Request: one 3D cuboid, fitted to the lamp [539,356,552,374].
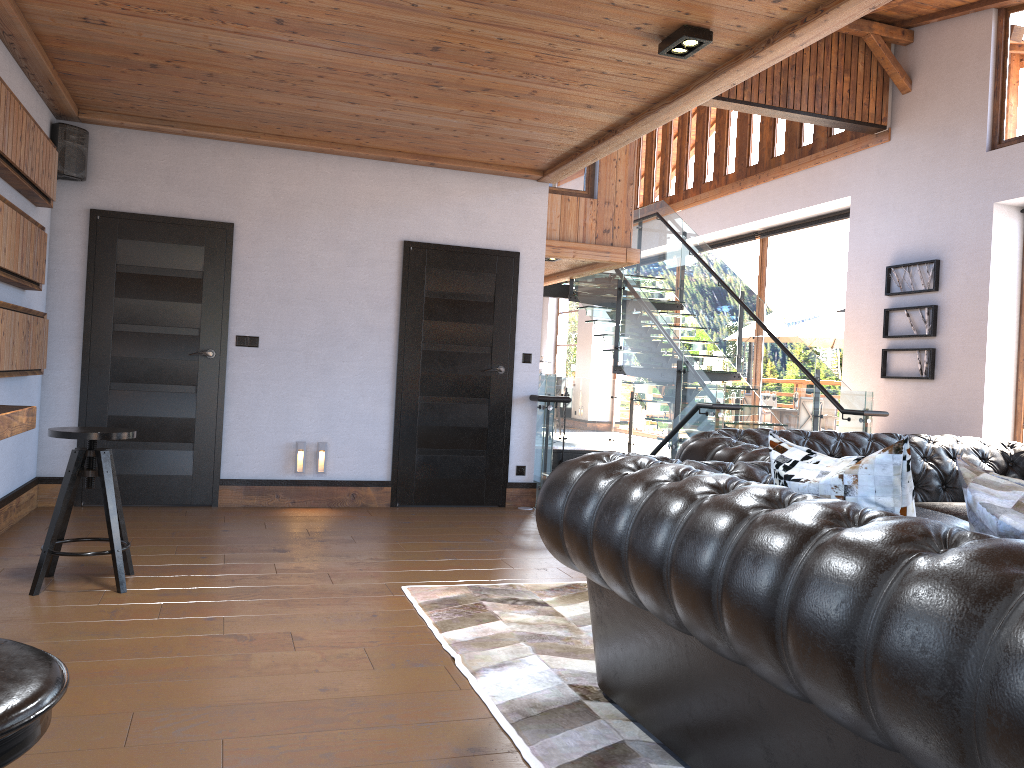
[{"bbox_3d":[0.697,-0.313,21.006,0.472,0.725,0.468,3,0,-9],"label":"lamp"}]

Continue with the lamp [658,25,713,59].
[{"bbox_3d":[0.813,-1.610,4.162,0.156,0.068,0.259,3,0,-18],"label":"lamp"}]

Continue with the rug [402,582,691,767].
[{"bbox_3d":[1.208,1.065,2.765,2.448,0.053,4.016,3,1,-18],"label":"rug"}]

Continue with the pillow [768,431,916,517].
[{"bbox_3d":[0.856,0.346,2.282,0.285,0.469,0.525,3,0,-15],"label":"pillow"}]

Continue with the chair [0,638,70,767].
[{"bbox_3d":[-0.713,0.662,0.892,0.444,0.717,0.438,3,0,-15],"label":"chair"}]

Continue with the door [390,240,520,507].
[{"bbox_3d":[-0.444,-0.057,6.989,0.948,2.055,0.143,3,0,-19],"label":"door"}]

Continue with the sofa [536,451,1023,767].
[{"bbox_3d":[0.947,0.663,2.110,1.248,0.838,2.547,3,0,-19],"label":"sofa"}]

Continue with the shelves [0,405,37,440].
[{"bbox_3d":[-1.317,0.133,0.600,0.616,0.988,6.597,3,0,-17],"label":"shelves"}]

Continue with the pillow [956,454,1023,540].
[{"bbox_3d":[1.064,0.362,1.640,0.285,0.469,0.525,3,0,-15],"label":"pillow"}]

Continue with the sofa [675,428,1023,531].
[{"bbox_3d":[2.130,0.704,4.760,2.585,0.838,1.230,3,0,-19],"label":"sofa"}]

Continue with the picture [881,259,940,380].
[{"bbox_3d":[4.498,-0.712,10.033,0.059,1.312,0.768,3,0,-18],"label":"picture"}]

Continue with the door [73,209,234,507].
[{"bbox_3d":[-2.519,-0.160,6.274,0.948,2.055,0.143,3,0,-19],"label":"door"}]

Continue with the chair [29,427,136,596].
[{"bbox_3d":[-1.935,0.569,4.052,0.396,0.721,0.390,3,0,-18],"label":"chair"}]

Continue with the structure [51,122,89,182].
[{"bbox_3d":[-2.989,-1.560,5.980,0.215,0.349,0.212,3,0,-18],"label":"structure"}]

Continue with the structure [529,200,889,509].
[{"bbox_3d":[3.171,0.727,12.301,9.276,6.399,10.947,3,0,-18],"label":"structure"}]

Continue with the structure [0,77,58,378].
[{"bbox_3d":[-2.779,-0.765,4.694,0.323,1.445,1.839,3,0,-18],"label":"structure"}]

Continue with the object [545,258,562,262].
[{"bbox_3d":[0.426,-1.372,9.568,0.156,0.068,0.259,3,0,-18],"label":"object"}]
